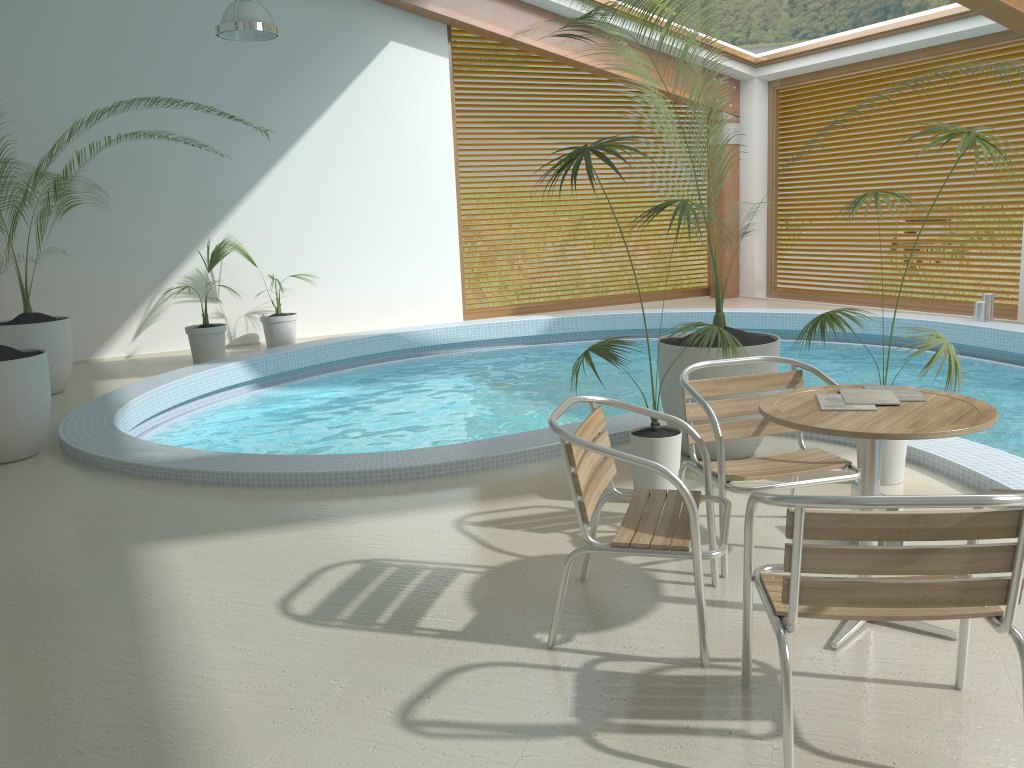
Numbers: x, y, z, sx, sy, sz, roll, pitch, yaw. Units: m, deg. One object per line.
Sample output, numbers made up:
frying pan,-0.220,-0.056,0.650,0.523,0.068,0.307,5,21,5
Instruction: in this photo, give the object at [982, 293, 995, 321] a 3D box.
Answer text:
object,4.989,-0.786,9.299,0.115,0.320,0.115,2,12,22

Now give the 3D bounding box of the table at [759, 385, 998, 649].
table,1.164,0.423,2.888,0.700,0.720,0.700,-4,11,-7

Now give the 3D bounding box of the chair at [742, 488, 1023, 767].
chair,0.934,0.546,2.250,0.618,0.727,0.563,-1,11,6

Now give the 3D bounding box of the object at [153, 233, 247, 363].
object,-3.107,-0.889,9.140,0.822,1.310,1.067,0,11,13

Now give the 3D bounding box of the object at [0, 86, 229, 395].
object,-4.175,-1.408,7.706,2.979,2.960,2.729,8,15,43

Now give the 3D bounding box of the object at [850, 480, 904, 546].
object,1.468,0.530,3.571,0.081,0.223,0.272,-4,11,-6

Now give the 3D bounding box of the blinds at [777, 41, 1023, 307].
blinds,4.756,-2.445,10.988,0.095,2.921,4.200,-8,12,-26

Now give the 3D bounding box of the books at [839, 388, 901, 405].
books,1.178,0.041,2.929,0.166,0.004,0.241,0,11,15

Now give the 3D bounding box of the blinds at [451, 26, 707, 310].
blinds,0.993,-3.133,12.487,4.500,4.025,0.099,-8,12,-26

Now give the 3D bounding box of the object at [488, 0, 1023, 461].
object,1.203,-1.048,4.563,2.979,2.960,2.729,-4,11,-9

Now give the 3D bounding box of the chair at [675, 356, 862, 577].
chair,1.012,0.295,3.535,0.618,0.727,0.563,-5,11,-14

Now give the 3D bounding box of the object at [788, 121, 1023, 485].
object,1.873,-0.366,4.235,0.791,1.695,1.059,-11,14,-38

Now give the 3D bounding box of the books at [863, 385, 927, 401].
books,1.282,0.031,2.981,0.166,0.004,0.241,0,11,15

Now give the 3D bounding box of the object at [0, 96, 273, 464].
object,-3.279,-1.028,5.524,2.979,2.960,2.729,3,12,29

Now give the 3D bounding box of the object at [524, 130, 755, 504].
object,0.595,-0.270,4.045,1.059,1.695,0.791,-1,11,9

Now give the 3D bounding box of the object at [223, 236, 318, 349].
object,-2.628,-1.047,9.847,1.067,1.310,0.822,-5,11,-14

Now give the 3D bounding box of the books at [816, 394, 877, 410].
books,1.084,0.058,2.884,0.166,0.004,0.241,0,11,15

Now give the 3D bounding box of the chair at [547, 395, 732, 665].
chair,0.437,0.432,2.961,0.563,0.727,0.618,1,11,16

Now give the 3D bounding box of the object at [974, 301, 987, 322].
object,4.754,-0.740,9.001,0.115,0.204,0.115,0,11,14

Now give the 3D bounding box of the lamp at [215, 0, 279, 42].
lamp,-2.243,-3.853,7.187,0.506,1.958,0.505,-8,12,-26
